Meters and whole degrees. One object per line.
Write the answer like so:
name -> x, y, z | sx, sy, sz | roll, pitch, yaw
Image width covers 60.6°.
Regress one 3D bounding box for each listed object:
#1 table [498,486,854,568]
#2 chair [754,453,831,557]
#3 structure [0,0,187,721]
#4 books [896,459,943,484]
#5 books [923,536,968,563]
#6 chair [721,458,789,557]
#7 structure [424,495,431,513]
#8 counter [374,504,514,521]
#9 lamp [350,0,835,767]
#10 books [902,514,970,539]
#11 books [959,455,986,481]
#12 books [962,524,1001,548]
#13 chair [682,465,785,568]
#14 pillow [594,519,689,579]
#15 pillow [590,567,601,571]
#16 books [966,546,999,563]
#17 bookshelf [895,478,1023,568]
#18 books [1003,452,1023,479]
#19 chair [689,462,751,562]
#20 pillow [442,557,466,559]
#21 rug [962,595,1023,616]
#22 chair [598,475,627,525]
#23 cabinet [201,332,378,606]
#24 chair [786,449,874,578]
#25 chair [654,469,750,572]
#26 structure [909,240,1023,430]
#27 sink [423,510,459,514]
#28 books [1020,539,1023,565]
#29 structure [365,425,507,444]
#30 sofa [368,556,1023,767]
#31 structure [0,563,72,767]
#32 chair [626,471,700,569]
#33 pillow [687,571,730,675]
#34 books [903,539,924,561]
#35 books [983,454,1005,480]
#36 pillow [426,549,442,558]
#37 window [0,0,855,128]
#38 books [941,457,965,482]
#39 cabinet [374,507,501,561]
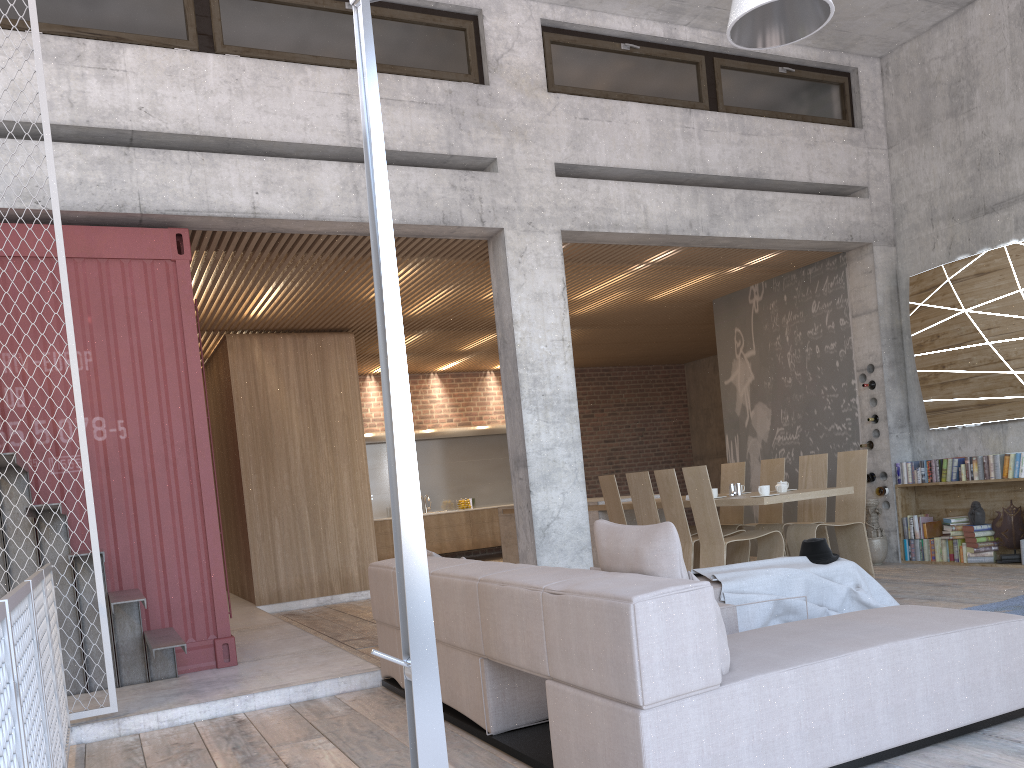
table -> 1.422, 1.712, 9.701 | 1.006, 0.919, 5.242 | -4, -6, -26
chair -> 2.704, 1.298, 8.433 | 0.717, 1.195, 0.350 | -5, 1, -30
structure -> -3.052, -0.199, 3.621 | 3.019, 4.313, 3.712 | -5, -2, -26
books -> 4.096, 0.875, 8.745 | 0.213, 0.219, 0.495 | -5, -5, -26
books -> 4.293, 1.608, 8.570 | 0.240, 0.237, 0.499 | -5, -5, -26
chair -> 2.413, 1.376, 8.855 | 0.718, 1.195, 0.350 | -6, 1, -26
structure -> -1.367, 2.065, 14.534 | 0.114, 0.476, 0.249 | -6, 0, -26
counter -> -0.827, 2.102, 14.593 | 4.057, 0.020, 0.660 | -3, -7, -26
lamp -> 0.334, -0.194, 3.273 | 2.611, 3.426, 0.760 | -5, 1, -38
books -> 4.222, 1.413, 8.655 | 0.299, 0.261, 0.723 | -5, -6, -21
books -> 4.359, 0.785, 8.203 | 0.208, 0.220, 0.281 | -5, -3, -27
books -> 4.385, 1.418, 8.197 | 0.245, 0.210, 0.190 | -5, -2, -4
chair -> 1.909, 1.268, 7.491 | 0.718, 1.195, 0.350 | -6, 1, -22
pillow -> 0.538, 0.805, 3.472 | 0.220, 0.556, 0.568 | -6, -2, -24
pillow -> 0.531, 0.942, 3.753 | 0.380, 0.372, 0.168 | -8, -1, 38
books -> 4.404, 1.594, 8.214 | 0.262, 0.151, 0.248 | -7, -5, 20
bookshelf -> 5.218, 1.026, 6.604 | 0.301, 0.799, 5.378 | -6, -6, -26
books -> 4.523, 0.720, 7.800 | 0.188, 0.228, 0.251 | -5, -3, -26
chair -> 2.141, 1.453, 9.286 | 0.717, 1.195, 0.351 | -5, 1, -32
pillow -> -0.265, 1.177, 5.142 | 0.185, 0.358, 0.374 | -6, -2, -26
rug -> 3.337, 1.476, 5.532 | 2.902, 0.049, 1.174 | -3, -7, -26
chair -> 1.332, 1.489, 8.899 | 0.718, 1.195, 0.350 | -6, 1, -21
cabinet -> -3.203, 1.223, 11.971 | 1.508, 3.124, 3.790 | -6, -3, -26
chair -> 2.878, 1.225, 7.955 | 0.718, 1.195, 0.350 | -6, 1, -26
chair -> 1.747, 1.340, 7.975 | 0.718, 1.195, 0.350 | -6, 1, -21
structure -> 4.740, -0.551, 7.156 | 0.357, 1.529, 3.447 | -6, -4, -26
sink -> -1.287, 2.195, 14.336 | 0.726, 0.191, 0.528 | -3, -6, -26
books -> 4.637, 1.494, 7.833 | 0.203, 0.221, 0.074 | -5, 1, -26
structure -> -1.053, 0.829, 14.750 | 4.057, 0.157, 0.210 | -3, -5, -26
sofa -> 1.117, 1.216, 4.784 | 2.996, 0.784, 3.029 | -3, -7, -26
structure -> -2.364, 1.149, 2.365 | 1.916, 0.931, 4.475 | -3, -7, -26
chair -> 1.544, 1.414, 8.439 | 0.717, 1.195, 0.350 | -6, 1, -29
pillow -> 0.706, 0.888, 3.224 | 0.151, 0.376, 0.369 | -6, -2, 7
books -> 4.102, 1.676, 8.905 | 0.203, 0.220, 0.276 | -5, -3, -26
books -> 4.429, 0.752, 7.997 | 0.188, 0.221, 0.157 | -5, -1, -26
pillow -> -0.456, 1.200, 5.487 | 0.187, 0.366, 0.365 | -6, -2, -21
window -> -0.333, -2.675, 7.071 | 8.393, 0.610, 0.113 | -3, 0, -26
books -> 4.261, 0.820, 8.430 | 0.188, 0.228, 0.201 | -5, -2, -26
cabinet -> -0.955, 1.764, 14.772 | 4.094, 2.075, 1.082 | -3, -1, -26
